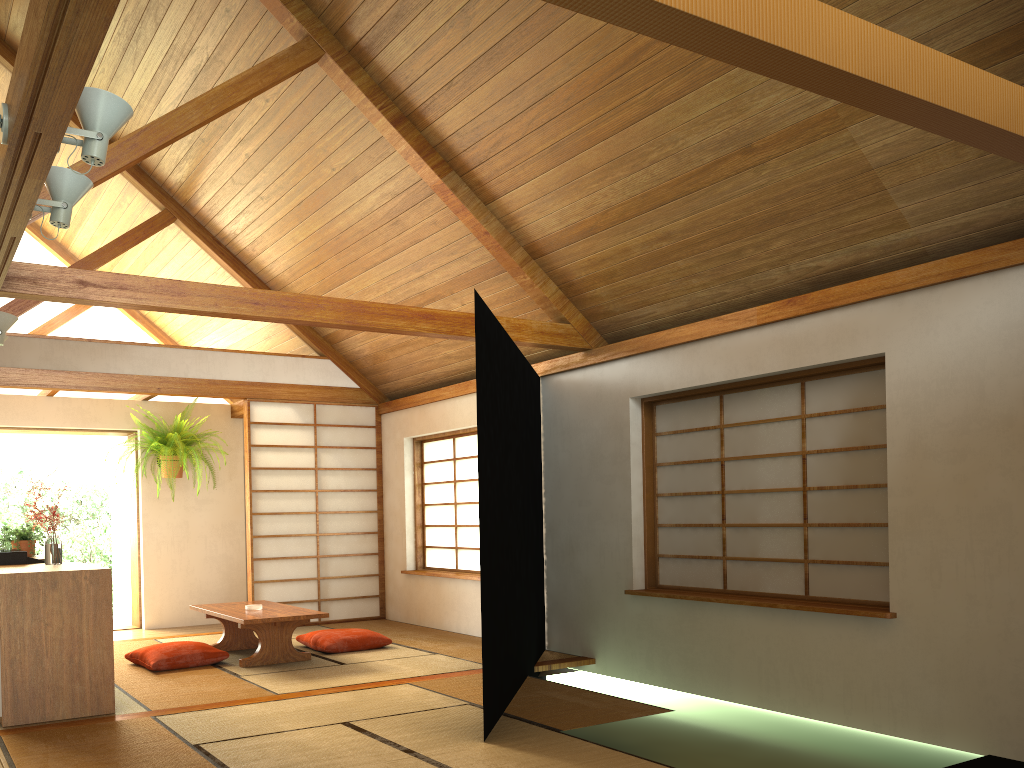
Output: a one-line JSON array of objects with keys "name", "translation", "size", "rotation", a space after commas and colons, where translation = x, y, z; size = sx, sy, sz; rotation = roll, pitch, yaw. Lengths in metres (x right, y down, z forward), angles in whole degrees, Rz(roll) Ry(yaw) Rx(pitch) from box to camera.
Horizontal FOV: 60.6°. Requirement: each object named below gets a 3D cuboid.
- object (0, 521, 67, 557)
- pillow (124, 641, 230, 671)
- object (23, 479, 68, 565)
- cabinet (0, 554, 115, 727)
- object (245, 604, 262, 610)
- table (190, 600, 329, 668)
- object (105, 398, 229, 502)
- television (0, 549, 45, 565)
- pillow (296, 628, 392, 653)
[{"name": "object", "translation": [-3.627, 1.195, 6.432], "size": [0.517, 0.375, 0.555], "rotation": [-3, -6, 17]}, {"name": "pillow", "translation": [-2.289, 1.842, 5.984], "size": [0.521, 0.148, 0.604], "rotation": [5, -10, -39]}, {"name": "object", "translation": [-2.663, 0.785, 4.996], "size": [0.224, 0.498, 0.239], "rotation": [-1, -1, -27]}, {"name": "cabinet", "translation": [-3.062, 1.485, 5.486], "size": [0.522, 0.734, 2.841], "rotation": [1, -7, -35]}, {"name": "object", "translation": [-1.830, 1.584, 6.209], "size": [0.127, 0.030, 0.112], "rotation": [-6, -9, 30]}, {"name": "table", "translation": [-1.826, 1.771, 6.237], "size": [0.565, 0.334, 1.289], "rotation": [3, -9, -34]}, {"name": "object", "translation": [-3.291, 0.676, 8.610], "size": [1.192, 1.124, 1.134], "rotation": [2, -5, -40]}, {"name": "television", "translation": [-3.041, 1.312, 5.500], "size": [0.460, 0.537, 0.686], "rotation": [1, -5, -34]}, {"name": "pillow", "translation": [-1.275, 1.917, 6.582], "size": [0.523, 0.131, 0.602], "rotation": [4, -10, -34]}]
